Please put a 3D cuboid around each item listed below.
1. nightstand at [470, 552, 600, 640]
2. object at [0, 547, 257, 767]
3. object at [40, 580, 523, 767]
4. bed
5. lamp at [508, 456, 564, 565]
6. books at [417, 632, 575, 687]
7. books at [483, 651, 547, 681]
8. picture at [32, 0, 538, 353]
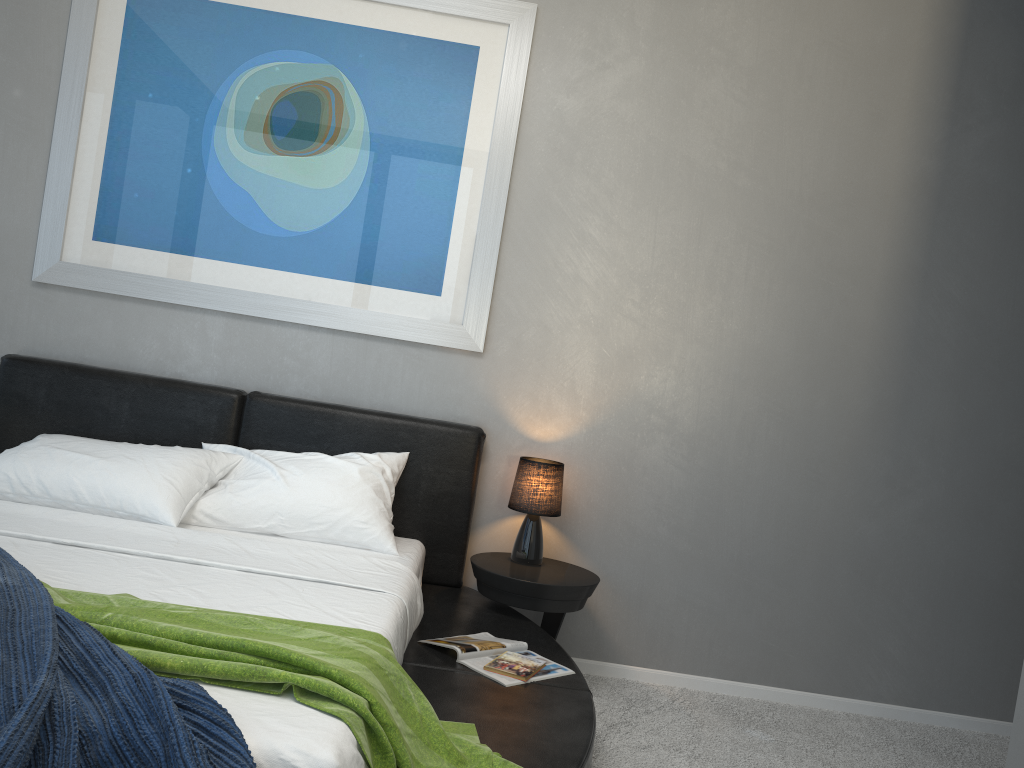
[{"bbox_3d":[0.054,0.914,3.363,0.496,0.440,0.497,9,1,27],"label":"nightstand"},{"bbox_3d":[-1.256,0.597,1.716,2.150,0.568,0.686,9,1,40],"label":"object"},{"bbox_3d":[-1.091,0.565,1.817,2.302,0.342,0.646,9,0,-2],"label":"object"},{"bbox_3d":[-1.088,0.489,2.290,2.755,0.934,2.616,9,0,-2],"label":"bed"},{"bbox_3d":[0.086,0.494,3.448,0.209,0.400,0.219,9,1,-21],"label":"lamp"},{"bbox_3d":[-0.048,0.818,2.709,0.394,0.039,0.302,9,0,44],"label":"books"},{"bbox_3d":[0.011,0.834,2.628,0.133,0.012,0.189,9,0,20],"label":"books"},{"bbox_3d":[-0.897,-0.958,3.523,1.800,1.401,0.025,9,1,-2],"label":"picture"}]
